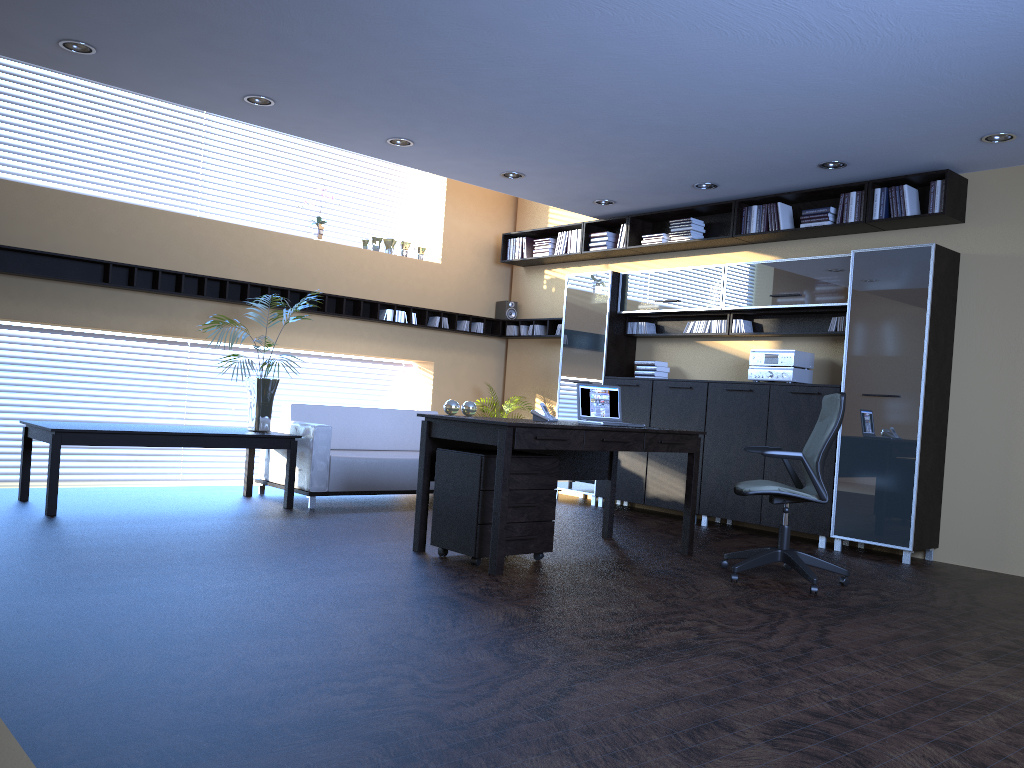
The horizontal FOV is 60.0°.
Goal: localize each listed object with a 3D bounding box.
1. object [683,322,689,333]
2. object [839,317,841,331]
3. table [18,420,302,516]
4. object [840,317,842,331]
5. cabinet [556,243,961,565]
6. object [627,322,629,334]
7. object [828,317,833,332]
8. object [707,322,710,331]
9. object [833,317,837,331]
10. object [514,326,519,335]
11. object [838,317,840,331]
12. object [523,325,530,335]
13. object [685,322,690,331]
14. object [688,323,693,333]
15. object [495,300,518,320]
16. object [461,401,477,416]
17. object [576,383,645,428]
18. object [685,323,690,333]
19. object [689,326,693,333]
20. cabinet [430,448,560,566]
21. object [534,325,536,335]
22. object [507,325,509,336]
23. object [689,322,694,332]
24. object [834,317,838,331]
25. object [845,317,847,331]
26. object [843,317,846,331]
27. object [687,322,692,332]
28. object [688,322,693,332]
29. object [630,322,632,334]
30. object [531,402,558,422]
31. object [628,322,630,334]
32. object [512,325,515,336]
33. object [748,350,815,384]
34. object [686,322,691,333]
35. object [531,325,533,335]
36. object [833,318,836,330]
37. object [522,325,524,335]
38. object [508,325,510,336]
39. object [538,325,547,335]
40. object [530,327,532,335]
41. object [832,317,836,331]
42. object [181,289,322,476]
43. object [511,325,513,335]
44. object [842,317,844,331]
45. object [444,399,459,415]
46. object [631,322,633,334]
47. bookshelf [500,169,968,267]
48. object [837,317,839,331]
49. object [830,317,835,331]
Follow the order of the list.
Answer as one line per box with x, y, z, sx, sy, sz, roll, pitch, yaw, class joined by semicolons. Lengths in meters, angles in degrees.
1.736;-0.544;8.635;0.142;0.113;0.059;4;0;-42;object
2.789;-0.495;7.439;0.142;0.120;0.009;4;0;-42;object
-2.760;0.653;7.030;1.896;0.603;0.897;5;-1;-41;table
2.788;-0.495;7.425;0.142;0.120;0.009;4;0;-42;object
1.937;0.103;8.183;0.491;2.399;3.872;4;0;-41;cabinet
1.251;-0.571;9.191;0.142;0.120;0.009;4;0;-41;object
2.735;-0.496;7.507;0.142;0.118;0.040;4;0;-41;object
1.912;-0.538;8.438;0.140;0.116;0.036;4;0;-42;object
2.758;-0.496;7.467;0.140;0.117;0.026;4;0;-41;object
0.081;-0.628;10.528;0.142;0.118;0.040;4;0;-41;object
2.780;-0.495;7.445;0.140;0.118;0.006;4;0;-41;object
0.187;-0.622;10.407;0.142;0.118;0.040;4;0;-41;object
1.751;-0.543;8.635;0.142;0.113;0.059;4;0;-41;object
1.775;-0.542;8.602;0.142;0.113;0.059;4;0;-41;object
-0.066;-0.881;10.726;0.159;0.229;0.254;4;0;-31;object
-0.286;0.164;5.903;0.105;0.105;0.105;4;0;-22;object
0.694;0.148;6.227;0.390;0.283;0.322;4;0;-31;object
1.753;-0.543;8.624;0.142;0.113;0.059;4;0;-41;object
1.784;-0.541;8.597;0.142;0.113;0.059;4;0;-41;object
-0.099;0.776;5.662;0.635;0.680;0.499;4;0;-41;cabinet
0.318;-0.617;10.259;0.142;0.120;0.009;4;0;-41;object
0.004;-0.633;10.615;0.142;0.120;0.009;4;0;-41;object
1.779;-0.542;8.592;0.140;0.110;0.055;4;0;-41;object
2.764;-0.496;7.472;0.142;0.120;0.030;4;0;-41;object
2.827;-0.493;7.406;0.140;0.118;0.006;4;0;-41;object
2.812;-0.494;7.406;0.142;0.120;0.009;4;0;-42;object
1.764;-0.542;8.606;0.140;0.110;0.055;4;0;-41;object
1.774;-0.542;8.601;0.140;0.110;0.055;4;0;-41;object
1.271;-0.570;9.169;0.142;0.120;0.009;4;0;-41;object
0.222;0.190;5.982;0.146;0.127;0.130;4;0;34;object
1.259;-0.571;9.184;0.140;0.118;0.006;4;0;-41;object
0.065;-0.630;10.546;0.142;0.120;0.009;4;0;-41;object
2.333;-0.144;7.702;0.363;0.282;0.430;4;-1;-41;object
1.760;-0.543;8.616;0.142;0.113;0.059;4;0;-41;object
0.281;-0.619;10.300;0.142;0.120;0.030;4;0;-41;object
2.758;-0.496;7.481;0.142;0.120;0.030;4;0;-41;object
0.177;-0.624;10.418;0.142;0.120;0.030;4;0;-41;object
0.018;-0.632;10.599;0.142;0.120;0.009;4;0;-41;object
0.362;-0.614;10.208;0.142;0.118;0.040;4;0;-41;object
0.275;-0.619;10.308;0.142;0.120;0.030;4;0;-41;object
2.752;-0.496;7.488;0.142;0.120;0.030;4;0;-41;object
-2.377;0.069;8.047;1.040;1.860;1.895;4;0;-21;object
0.052;-0.631;10.561;0.142;0.120;0.009;4;0;-41;object
2.799;-0.495;7.408;0.140;0.118;0.006;4;0;-41;object
-0.400;0.155;5.869;0.105;0.105;0.105;4;0;-22;object
1.285;-0.569;9.154;0.140;0.118;0.006;4;0;-41;object
1.698;-1.511;8.669;0.362;0.340;5.120;4;-1;-41;bookshelf
2.777;-0.495;7.456;0.142;0.120;0.009;4;0;-41;object
2.745;-0.497;7.496;0.142;0.120;0.030;4;0;-41;object
